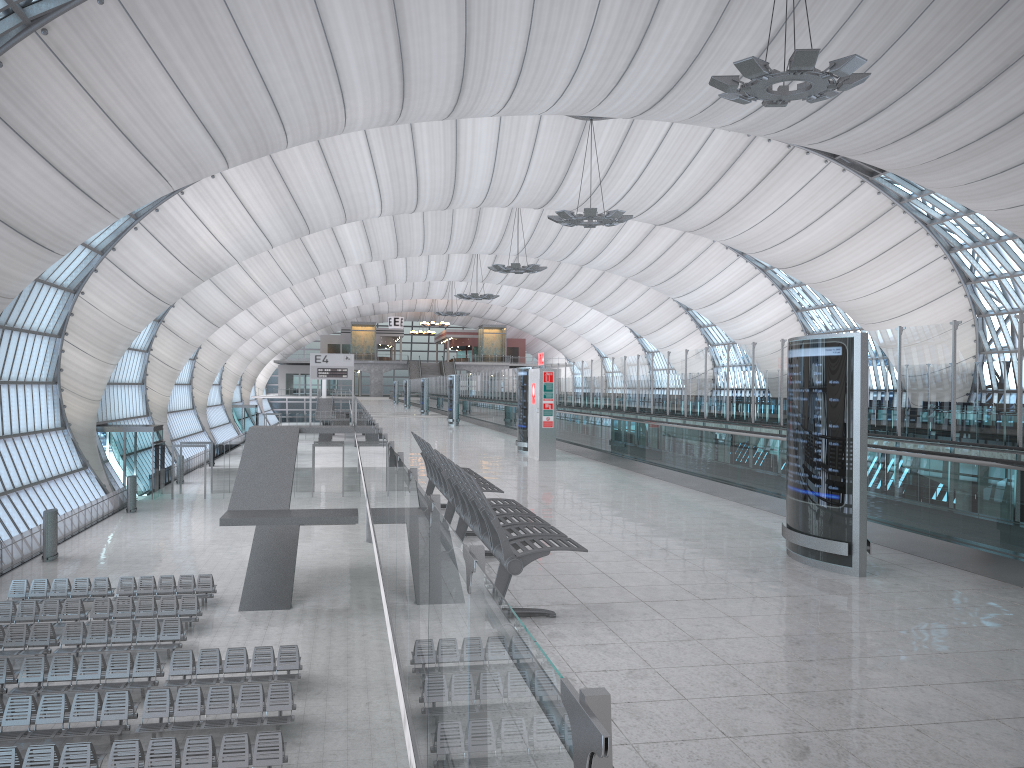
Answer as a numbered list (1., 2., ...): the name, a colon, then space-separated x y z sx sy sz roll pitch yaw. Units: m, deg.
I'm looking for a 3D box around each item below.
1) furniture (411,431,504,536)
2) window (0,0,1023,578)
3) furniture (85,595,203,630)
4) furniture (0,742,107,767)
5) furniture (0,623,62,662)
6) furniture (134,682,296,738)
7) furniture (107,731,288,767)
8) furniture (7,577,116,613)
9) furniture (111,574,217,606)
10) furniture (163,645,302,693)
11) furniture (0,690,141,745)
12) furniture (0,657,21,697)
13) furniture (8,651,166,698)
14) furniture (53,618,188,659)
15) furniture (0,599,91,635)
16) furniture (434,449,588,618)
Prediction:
1. furniture: -0.647 1.017 9.495 0.713 0.902 2.520 1 0 -11
2. window: -3.107 -3.139 77.979 50.537 20.004 167.818 1 0 -11
3. furniture: -9.537 6.002 23.105 2.705 0.913 1.572 1 0 -11
4. furniture: -7.738 5.980 13.449 2.705 0.913 1.572 1 0 -11
5. furniture: -11.904 5.970 20.275 2.705 0.913 1.572 1 0 -11
6. furniture: -5.381 6.012 16.331 2.705 0.913 1.572 1 0 -11
7. furniture: -4.941 6.006 13.970 2.705 0.913 1.572 1 0 -11
8. furniture: -12.817 5.981 25.181 2.705 0.913 1.572 1 0 -11
9. furniture: -10.020 6.008 25.702 2.705 0.913 1.572 1 0 -11
10. furniture: -5.820 6.017 18.691 2.705 0.913 1.572 1 0 -11
11. furniture: -8.178 5.985 15.810 2.705 0.913 1.572 1 0 -11
12. furniture: -11.415 5.964 17.649 2.705 0.913 1.572 1 0 -11
13. furniture: -8.618 5.991 18.170 2.705 0.913 1.572 1 0 -11
14. furniture: -9.107 5.997 20.796 2.705 0.913 1.572 1 0 -11
15. furniture: -12.334 5.975 22.585 2.705 0.913 1.572 1 0 -11
16. furniture: -0.111 1.010 6.521 0.713 0.902 2.520 1 0 -11
